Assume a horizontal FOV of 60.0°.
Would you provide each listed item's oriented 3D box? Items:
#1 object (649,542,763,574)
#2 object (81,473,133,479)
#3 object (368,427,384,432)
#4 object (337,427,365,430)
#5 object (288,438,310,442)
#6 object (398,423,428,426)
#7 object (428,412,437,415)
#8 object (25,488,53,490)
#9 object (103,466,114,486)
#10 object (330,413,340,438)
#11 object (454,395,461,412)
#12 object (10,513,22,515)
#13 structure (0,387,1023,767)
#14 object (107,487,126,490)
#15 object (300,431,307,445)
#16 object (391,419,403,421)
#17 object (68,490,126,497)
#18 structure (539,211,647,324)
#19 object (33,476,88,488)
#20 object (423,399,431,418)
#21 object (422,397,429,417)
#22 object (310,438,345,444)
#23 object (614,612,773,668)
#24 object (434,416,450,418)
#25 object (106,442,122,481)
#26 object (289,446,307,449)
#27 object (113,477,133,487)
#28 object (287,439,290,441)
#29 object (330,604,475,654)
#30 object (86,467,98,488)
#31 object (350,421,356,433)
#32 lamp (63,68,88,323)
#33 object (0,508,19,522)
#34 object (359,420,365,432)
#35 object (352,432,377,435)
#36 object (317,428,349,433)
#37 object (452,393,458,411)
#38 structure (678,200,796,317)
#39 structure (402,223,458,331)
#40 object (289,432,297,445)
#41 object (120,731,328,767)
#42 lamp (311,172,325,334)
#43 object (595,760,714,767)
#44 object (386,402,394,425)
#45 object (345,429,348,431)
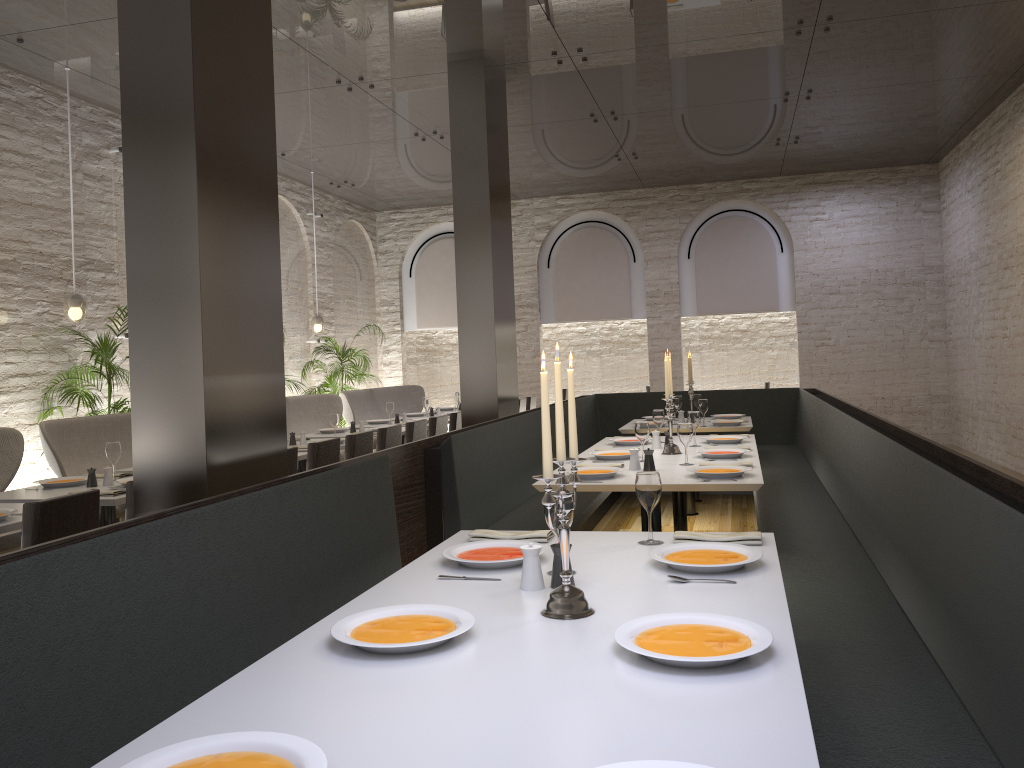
[{"bbox_3d":[0.559,0.506,2.560,0.321,0.036,0.322,-1,2,34],"label":"object"},{"bbox_3d":[-2.486,0.565,5.449,0.273,0.033,0.143,-2,1,14],"label":"object"},{"bbox_3d":[-1.203,0.432,8.375,0.322,0.036,0.321,-3,1,-8],"label":"object"},{"bbox_3d":[-1.620,0.445,8.837,0.273,0.033,0.143,-2,1,14],"label":"object"},{"bbox_3d":[-1.910,0.485,7.702,0.273,0.033,0.143,-2,1,14],"label":"object"},{"bbox_3d":[-1.016,0.413,9.111,0.273,0.033,0.143,-2,1,14],"label":"object"},{"bbox_3d":[-1.071,0.368,10.989,0.273,0.033,0.143,-2,1,14],"label":"object"},{"bbox_3d":[-2.637,0.587,4.945,0.185,0.010,0.017,-2,1,14],"label":"object"},{"bbox_3d":[-2.290,0.521,5.024,0.059,0.109,0.059,-3,0,23],"label":"object"},{"bbox_3d":[-1.499,0.367,7.513,0.086,0.231,0.086,-2,-1,-34],"label":"object"},{"bbox_3d":[-0.657,0.249,10.811,0.086,0.231,0.086,-3,-1,44],"label":"object"},{"bbox_3d":[-2.308,0.596,4.063,0.185,0.010,0.017,-2,1,14],"label":"object"},{"bbox_3d":[0.583,0.747,3.913,2.370,1.001,10.751,-2,1,14],"label":"structure"},{"bbox_3d":[-2.118,0.567,4.811,0.181,0.015,0.038,-2,1,16],"label":"object"},{"bbox_3d":[-1.715,0.441,7.277,0.059,0.109,0.059,-2,0,6],"label":"object"},{"bbox_3d":[-1.344,0.406,9.920,0.273,0.033,0.143,-2,1,14],"label":"object"},{"bbox_3d":[-2.158,0.572,4.639,0.273,0.033,0.143,-2,1,14],"label":"object"},{"bbox_3d":[1.206,-1.787,13.479,1.633,1.676,0.098,-2,-1,14],"label":"structure"},{"bbox_3d":[-2.588,0.570,5.123,0.322,0.036,0.321,-4,2,-41],"label":"object"},{"bbox_3d":[-0.929,0.287,9.748,0.086,0.231,0.086,-3,-1,44],"label":"object"},{"bbox_3d":[-1.016,0.274,10.434,0.086,0.231,0.086,-3,-1,44],"label":"object"},{"bbox_3d":[-1.493,0.472,7.241,0.322,0.036,0.321,-3,1,-8],"label":"object"},{"bbox_3d":[0.371,0.533,1.823,0.321,0.036,0.321,-3,1,-10],"label":"object"},{"bbox_3d":[-0.743,0.375,10.180,0.273,0.033,0.143,-2,1,14],"label":"object"},{"bbox_3d":[-2.347,0.459,5.223,0.086,0.231,0.086,-2,-1,-34],"label":"object"},{"bbox_3d":[-1.583,0.492,6.892,0.273,0.033,0.143,-2,1,14],"label":"object"},{"bbox_3d":[-2.068,0.552,4.988,0.322,0.036,0.321,-4,2,-41],"label":"object"},{"bbox_3d":[-2.012,0.490,7.375,0.322,0.036,0.321,-3,1,-8],"label":"object"},{"bbox_3d":[-0.243,0.554,1.982,0.321,0.036,0.321,-3,1,-10],"label":"object"},{"bbox_3d":[-2.370,0.525,4.997,0.059,0.109,0.059,-3,0,23],"label":"object"},{"bbox_3d":[-1.505,0.405,8.385,0.059,0.109,0.059,-2,0,6],"label":"object"},{"bbox_3d":[-3.516,-1.505,7.078,0.177,2.042,0.178,-3,-1,35],"label":"lamp"},{"bbox_3d":[-2.348,0.591,3.890,0.322,0.036,0.321,-3,1,-8],"label":"object"},{"bbox_3d":[-1.425,0.401,8.412,0.059,0.109,0.059,-2,0,6],"label":"object"},{"bbox_3d":[-1.293,0.452,8.027,0.273,0.033,0.143,-2,1,14],"label":"object"},{"bbox_3d":[-1.723,0.450,8.510,0.322,0.036,0.321,-3,1,-8],"label":"object"},{"bbox_3d":[-0.737,0.235,11.527,0.086,0.231,0.086,-3,-1,44],"label":"object"},{"bbox_3d":[3.258,-1.858,12.956,1.633,1.676,0.098,-2,-1,14],"label":"structure"},{"bbox_3d":[-0.982,-1.712,14.037,1.633,1.676,0.098,-2,-1,14],"label":"structure"},{"bbox_3d":[-1.794,0.445,7.250,0.059,0.109,0.059,-2,0,6],"label":"object"},{"bbox_3d":[-0.426,0.579,1.262,0.321,0.036,0.321,-3,1,-10],"label":"object"},{"bbox_3d":[-2.476,-1.650,11.154,0.178,2.042,0.177,-2,-1,-7],"label":"lamp"},{"bbox_3d":[0.187,0.558,1.104,0.321,0.036,0.321,-3,1,-10],"label":"object"},{"bbox_3d":[-1.287,0.311,9.371,0.086,0.231,0.086,-3,-1,44],"label":"object"},{"bbox_3d":[-1.682,0.452,8.682,0.181,0.015,0.038,-2,1,16],"label":"object"}]
